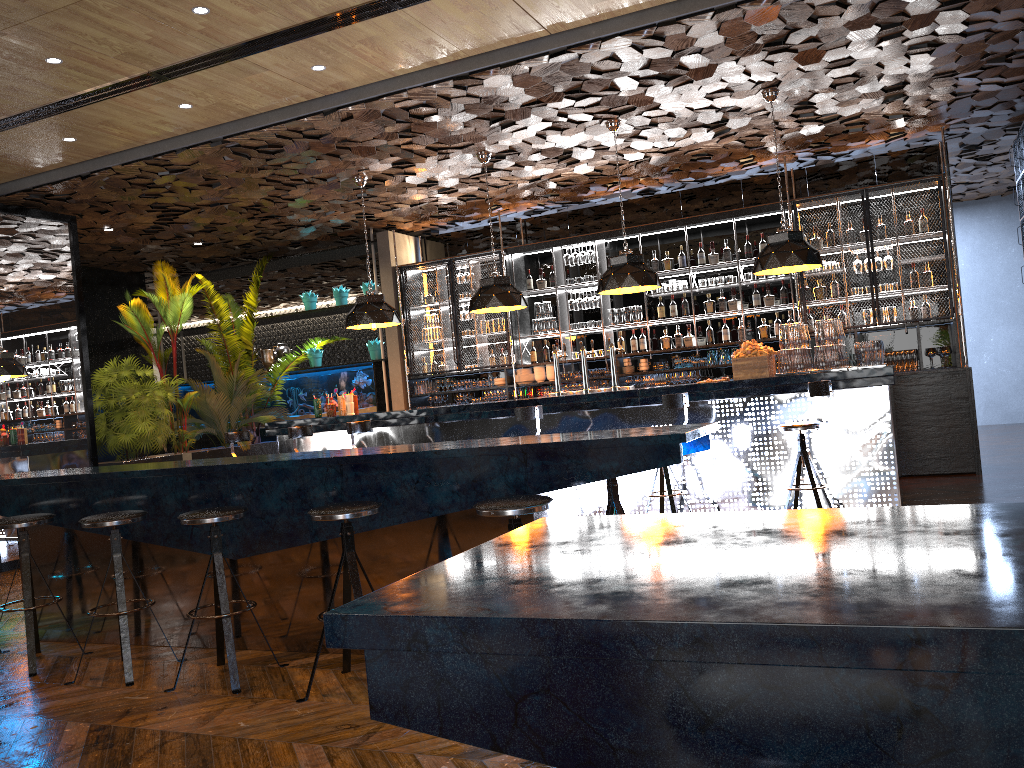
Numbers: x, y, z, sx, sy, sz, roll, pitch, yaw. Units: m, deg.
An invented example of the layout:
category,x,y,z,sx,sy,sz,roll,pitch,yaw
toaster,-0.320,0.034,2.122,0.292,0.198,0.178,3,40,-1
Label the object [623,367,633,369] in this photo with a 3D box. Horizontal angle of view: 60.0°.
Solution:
category,x,y,z,sx,sy,sz,roll,pitch,yaw
object,1.419,-0.191,10.818,0.149,0.025,0.149,-5,-1,-14

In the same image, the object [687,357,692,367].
category,x,y,z,sx,sy,sz,roll,pitch,yaw
object,2.097,-0.257,10.578,0.108,0.126,0.108,-6,-1,19

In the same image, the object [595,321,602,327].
category,x,y,z,sx,sy,sz,roll,pitch,yaw
object,1.100,-0.746,11.169,0.089,0.092,0.089,-5,-1,8

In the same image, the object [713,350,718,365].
category,x,y,z,sx,sy,sz,roll,pitch,yaw
object,2.354,-0.306,10.408,0.115,0.172,0.101,-6,-1,34

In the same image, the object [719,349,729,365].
category,x,y,z,sx,sy,sz,roll,pitch,yaw
object,2.435,-0.315,10.229,0.115,0.172,0.101,-5,-1,9

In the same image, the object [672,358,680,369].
category,x,y,z,sx,sy,sz,roll,pitch,yaw
object,1.947,-0.243,10.516,0.100,0.125,0.100,-5,-1,-27

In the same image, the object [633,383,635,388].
category,x,y,z,sx,sy,sz,roll,pitch,yaw
object,1.519,0.022,10.991,0.108,0.227,0.108,-5,-1,-35

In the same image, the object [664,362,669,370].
category,x,y,z,sx,sy,sz,roll,pitch,yaw
object,1.861,-0.220,10.674,0.058,0.099,0.067,-6,-1,36

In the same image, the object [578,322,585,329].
category,x,y,z,sx,sy,sz,roll,pitch,yaw
object,0.879,-0.726,11.138,0.089,0.092,0.089,-5,-1,2

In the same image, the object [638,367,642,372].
category,x,y,z,sx,sy,sz,roll,pitch,yaw
object,1.599,-0.179,10.823,0.106,0.067,0.094,-5,-1,-14

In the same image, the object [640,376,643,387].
category,x,y,z,sx,sy,sz,roll,pitch,yaw
object,1.572,0.015,10.833,0.108,0.227,0.108,-5,-1,-11

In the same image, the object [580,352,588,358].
category,x,y,z,sx,sy,sz,roll,pitch,yaw
object,0.904,-0.361,11.099,0.089,0.092,0.089,-5,-1,-13

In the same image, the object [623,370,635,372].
category,x,y,z,sx,sy,sz,roll,pitch,yaw
object,1.424,-0.148,10.818,0.149,0.023,0.149,-5,-1,-7

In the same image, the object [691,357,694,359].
category,x,y,z,sx,sy,sz,roll,pitch,yaw
object,2.146,-0.260,10.691,0.108,0.126,0.108,-5,-1,-4

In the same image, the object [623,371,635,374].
category,x,y,z,sx,sy,sz,roll,pitch,yaw
object,1.424,-0.138,10.818,0.149,0.022,0.149,-5,-1,-7

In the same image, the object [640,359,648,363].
category,x,y,z,sx,sy,sz,roll,pitch,yaw
object,1.596,-0.270,10.712,0.094,0.068,0.106,-6,-1,24

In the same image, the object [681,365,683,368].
category,x,y,z,sx,sy,sz,roll,pitch,yaw
object,2.044,-0.250,10.737,0.100,0.125,0.100,-6,-1,37

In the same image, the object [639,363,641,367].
category,x,y,z,sx,sy,sz,roll,pitch,yaw
object,1.600,-0.224,10.819,0.094,0.069,0.105,-5,-1,1

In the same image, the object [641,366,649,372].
category,x,y,z,sx,sy,sz,roll,pitch,yaw
object,1.612,-0.181,10.716,0.106,0.067,0.094,-6,-1,12

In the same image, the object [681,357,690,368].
category,x,y,z,sx,sy,sz,roll,pitch,yaw
object,2.048,-0.254,10.473,0.108,0.126,0.108,-5,-1,-31

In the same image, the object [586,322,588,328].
category,x,y,z,sx,sy,sz,roll,pitch,yaw
object,0.988,-0.735,11.211,0.089,0.092,0.089,-5,-1,-34

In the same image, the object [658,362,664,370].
category,x,y,z,sx,sy,sz,roll,pitch,yaw
object,1.782,-0.213,10.595,0.058,0.099,0.067,-5,-1,-30

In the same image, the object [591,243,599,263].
category,x,y,z,sx,sy,sz,roll,pitch,yaw
object,1.042,-1.653,11.160,0.092,0.244,0.092,-5,-1,-15

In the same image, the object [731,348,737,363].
category,x,y,z,sx,sy,sz,roll,pitch,yaw
object,2.559,-0.327,10.182,0.115,0.172,0.101,-5,-1,-36

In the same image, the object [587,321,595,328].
category,x,y,z,sx,sy,sz,roll,pitch,yaw
object,0.984,-0.737,11.024,0.089,0.092,0.089,-5,-1,8

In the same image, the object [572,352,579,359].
category,x,y,z,sx,sy,sz,roll,pitch,yaw
object,0.802,-0.350,11.160,0.089,0.092,0.089,-5,-1,-4

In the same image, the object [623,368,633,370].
category,x,y,z,sx,sy,sz,roll,pitch,yaw
object,1.421,-0.181,10.817,0.149,0.026,0.148,-6,-1,31

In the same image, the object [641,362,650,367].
category,x,y,z,sx,sy,sz,roll,pitch,yaw
object,1.607,-0.226,10.720,0.106,0.069,0.094,-5,-1,-24

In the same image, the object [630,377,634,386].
category,x,y,z,sx,sy,sz,roll,pitch,yaw
object,1.468,0.026,10.879,0.108,0.227,0.108,-5,-1,4

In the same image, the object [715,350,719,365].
category,x,y,z,sx,sy,sz,roll,pitch,yaw
object,2.410,-0.310,10.517,0.115,0.172,0.101,-5,-1,9

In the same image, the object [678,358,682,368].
category,x,y,z,sx,sy,sz,roll,pitch,yaw
object,1.998,-0.247,10.628,0.100,0.125,0.100,-5,-1,-18

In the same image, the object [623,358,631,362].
category,x,y,z,sx,sy,sz,roll,pitch,yaw
object,1.402,-0.278,10.821,0.094,0.069,0.106,-6,-1,30

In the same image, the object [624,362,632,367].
category,x,y,z,sx,sy,sz,roll,pitch,yaw
object,1.416,-0.235,10.816,0.094,0.070,0.107,-5,-1,-35

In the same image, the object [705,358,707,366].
category,x,y,z,sx,sy,sz,roll,pitch,yaw
object,2.261,-0.259,10.462,0.098,0.097,0.098,-5,-1,-41

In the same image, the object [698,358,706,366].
category,x,y,z,sx,sy,sz,roll,pitch,yaw
object,2.220,-0.256,10.363,0.098,0.097,0.098,-5,-1,-32

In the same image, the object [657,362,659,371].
category,x,y,z,sx,sy,sz,roll,pitch,yaw
object,1.737,-0.209,10.647,0.067,0.099,0.058,-5,-1,-6

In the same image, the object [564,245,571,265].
category,x,y,z,sx,sy,sz,roll,pitch,yaw
object,0.690,-1.620,11.137,0.092,0.244,0.092,-5,-1,-15

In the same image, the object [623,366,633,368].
category,x,y,z,sx,sy,sz,roll,pitch,yaw
object,1.416,-0.203,10.819,0.149,0.026,0.148,-6,-1,31

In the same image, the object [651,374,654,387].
category,x,y,z,sx,sy,sz,roll,pitch,yaw
object,1.707,-0.001,10.739,0.058,0.234,0.058,-5,-1,-33

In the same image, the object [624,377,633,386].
category,x,y,z,sx,sy,sz,roll,pitch,yaw
object,1.416,0.030,10.773,0.108,0.227,0.108,-6,-1,16

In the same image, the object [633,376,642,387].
category,x,y,z,sx,sy,sz,roll,pitch,yaw
object,1.521,0.019,10.726,0.108,0.227,0.108,-5,-1,-6

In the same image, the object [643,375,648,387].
category,x,y,z,sx,sy,sz,roll,pitch,yaw
object,1.604,0.008,10.671,0.058,0.234,0.058,-5,-1,-23

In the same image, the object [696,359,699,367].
category,x,y,z,sx,sy,sz,roll,pitch,yaw
object,2.171,-0.250,10.502,0.098,0.097,0.098,-5,-1,-28

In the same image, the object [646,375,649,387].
category,x,y,z,sx,sy,sz,roll,pitch,yaw
object,1.641,0.005,10.748,0.058,0.234,0.058,-5,-1,-43

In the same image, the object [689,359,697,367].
category,x,y,z,sx,sy,sz,roll,pitch,yaw
object,2.128,-0.247,10.410,0.098,0.097,0.098,-5,-1,4

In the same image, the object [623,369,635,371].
category,x,y,z,sx,sy,sz,roll,pitch,yaw
object,1.422,-0.160,10.818,0.149,0.023,0.149,-5,-1,8

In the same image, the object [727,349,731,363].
category,x,y,z,sx,sy,sz,roll,pitch,yaw
object,2.530,-0.322,10.458,0.101,0.172,0.115,-6,-1,29

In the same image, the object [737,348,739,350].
category,x,y,z,sx,sy,sz,roll,pitch,yaw
object,2.613,-0.331,10.286,0.115,0.172,0.101,-5,-1,9

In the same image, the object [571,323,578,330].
category,x,y,z,sx,sy,sz,roll,pitch,yaw
object,0.792,-0.717,11.225,0.089,0.092,0.089,-5,-1,2

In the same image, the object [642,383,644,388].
category,x,y,z,sx,sy,sz,roll,pitch,yaw
object,1.621,0.012,10.944,0.108,0.227,0.108,-5,-1,-30

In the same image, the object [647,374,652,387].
category,x,y,z,sx,sy,sz,roll,pitch,yaw
object,1.660,0.002,10.656,0.058,0.234,0.058,-6,-1,28

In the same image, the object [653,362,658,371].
category,x,y,z,sx,sy,sz,roll,pitch,yaw
object,1.711,-0.207,10.584,0.067,0.099,0.058,-5,-1,-20

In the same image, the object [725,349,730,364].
category,x,y,z,sx,sy,sz,roll,pitch,yaw
object,2.483,-0.319,10.348,0.115,0.172,0.101,-5,-1,-36

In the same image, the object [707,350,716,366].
category,x,y,z,sx,sy,sz,roll,pitch,yaw
object,2.309,-0.303,10.296,0.101,0.172,0.115,-5,-1,-36

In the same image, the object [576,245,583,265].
category,x,y,z,sx,sy,sz,roll,pitch,yaw
object,0.858,-1.635,11.243,0.092,0.244,0.092,-5,-1,-15

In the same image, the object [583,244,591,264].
category,x,y,z,sx,sy,sz,roll,pitch,yaw
object,0.947,-1.644,11.202,0.092,0.244,0.092,-5,-1,-15
